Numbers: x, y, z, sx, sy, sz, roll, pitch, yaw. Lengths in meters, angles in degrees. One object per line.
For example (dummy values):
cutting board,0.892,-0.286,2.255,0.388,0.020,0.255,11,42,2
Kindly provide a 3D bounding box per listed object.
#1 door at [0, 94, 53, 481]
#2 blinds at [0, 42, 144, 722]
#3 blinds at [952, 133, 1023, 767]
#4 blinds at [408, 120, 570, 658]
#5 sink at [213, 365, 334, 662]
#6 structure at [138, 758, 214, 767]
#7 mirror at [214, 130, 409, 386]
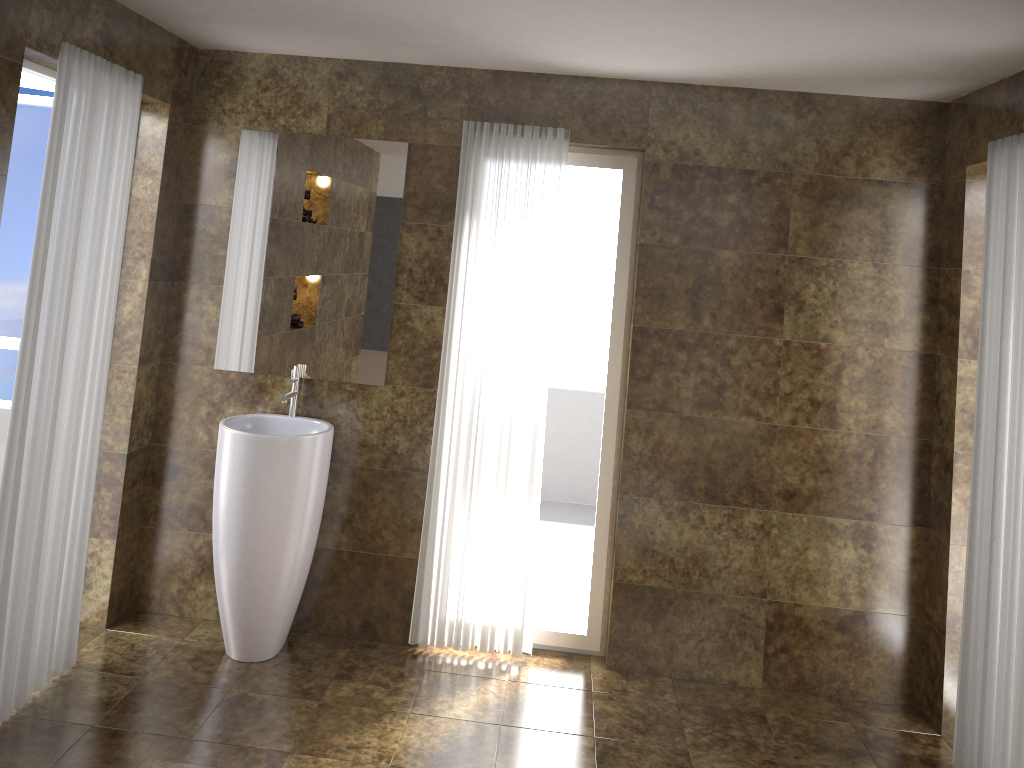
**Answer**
door,-2.246,-0.135,3.593,0.959,2.233,0.039,5,-5,-6
blinds,-1.572,-0.050,3.071,0.068,2.282,0.593,5,-4,3
blinds,1.666,0.259,2.925,0.069,2.282,0.478,5,-4,3
blinds,-0.078,-0.015,3.708,0.520,2.270,0.066,5,-5,4
sink,-0.999,0.513,3.533,0.460,1.139,0.432,5,-3,7
structure,-0.150,1.392,1.449,2.007,0.124,2.014,6,8,4
mirror,-0.891,-0.572,3.844,0.769,1.094,0.008,5,-5,4
